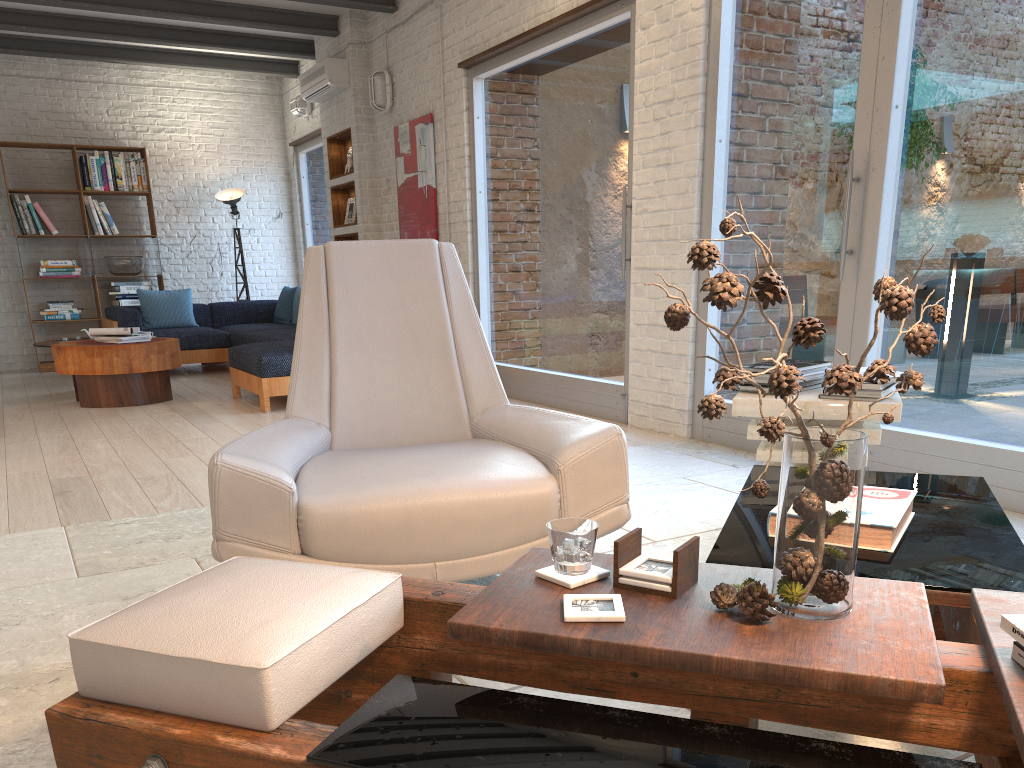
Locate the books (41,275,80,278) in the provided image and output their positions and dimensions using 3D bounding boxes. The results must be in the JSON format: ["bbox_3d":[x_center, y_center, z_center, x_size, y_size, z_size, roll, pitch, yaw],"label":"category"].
[{"bbox_3d":[-4.675,-1.110,9.015,0.352,0.021,0.264,-5,9,-29],"label":"books"}]

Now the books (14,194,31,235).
[{"bbox_3d":[-4.909,-1.686,8.733,0.090,0.401,0.236,-10,17,-29],"label":"books"}]

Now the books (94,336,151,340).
[{"bbox_3d":[-2.941,-0.348,6.586,0.316,0.011,0.245,3,9,30],"label":"books"}]

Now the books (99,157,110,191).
[{"bbox_3d":[-4.216,-2.151,8.990,0.055,0.343,0.247,-11,16,-29],"label":"books"}]

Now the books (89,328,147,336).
[{"bbox_3d":[-2.987,-0.378,6.632,0.322,0.114,0.262,-1,9,3],"label":"books"}]

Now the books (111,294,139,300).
[{"bbox_3d":[-4.107,-0.939,9.357,0.322,0.058,0.248,-6,9,-34],"label":"books"}]

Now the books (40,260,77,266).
[{"bbox_3d":[-4.673,-1.243,8.983,0.323,0.058,0.247,-5,9,-26],"label":"books"}]

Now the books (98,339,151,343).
[{"bbox_3d":[-2.934,-0.328,6.599,0.314,0.011,0.246,5,10,39],"label":"books"}]

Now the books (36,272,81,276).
[{"bbox_3d":[-4.681,-1.137,8.997,0.374,0.038,0.238,-6,9,-33],"label":"books"}]

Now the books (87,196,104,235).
[{"bbox_3d":[-4.324,-1.734,9.026,0.102,0.400,0.236,-10,17,-29],"label":"books"}]

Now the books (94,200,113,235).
[{"bbox_3d":[-4.268,-1.725,9.082,0.123,0.363,0.263,-10,16,-29],"label":"books"}]

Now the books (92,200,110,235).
[{"bbox_3d":[-4.282,-1.722,9.064,0.123,0.363,0.263,-10,16,-29],"label":"books"}]

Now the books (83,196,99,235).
[{"bbox_3d":[-4.369,-1.734,9.028,0.100,0.400,0.236,-10,17,-29],"label":"books"}]

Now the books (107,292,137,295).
[{"bbox_3d":[-4.099,-0.980,9.364,0.440,0.021,0.264,-5,9,-28],"label":"books"}]

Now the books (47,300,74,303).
[{"bbox_3d":[-4.705,-0.856,9.077,0.249,0.018,0.158,-5,9,-29],"label":"books"}]

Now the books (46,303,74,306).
[{"bbox_3d":[-4.722,-0.831,9.098,0.233,0.019,0.167,-7,9,-35],"label":"books"}]

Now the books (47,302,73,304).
[{"bbox_3d":[-4.713,-0.845,9.091,0.240,0.009,0.152,-5,8,-29],"label":"books"}]

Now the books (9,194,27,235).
[{"bbox_3d":[-4.938,-1.682,8.710,0.090,0.401,0.236,-10,17,-29],"label":"books"}]

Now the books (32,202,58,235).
[{"bbox_3d":[-4.740,-1.670,8.845,0.192,0.332,0.247,-9,16,-29],"label":"books"}]

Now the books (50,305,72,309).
[{"bbox_3d":[-4.713,-0.804,9.103,0.203,0.035,0.129,-5,9,-28],"label":"books"}]

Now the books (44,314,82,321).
[{"bbox_3d":[-4.695,-0.703,9.117,0.325,0.058,0.246,-4,8,-19],"label":"books"}]

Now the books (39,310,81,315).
[{"bbox_3d":[-4.718,-0.748,9.101,0.375,0.038,0.237,-5,9,-29],"label":"books"}]

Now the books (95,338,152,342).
[{"bbox_3d":[-2.944,-0.340,6.607,0.316,0.011,0.245,3,9,30],"label":"books"}]

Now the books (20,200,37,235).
[{"bbox_3d":[-4.873,-1.667,8.781,0.101,0.348,0.247,-10,16,-29],"label":"books"}]

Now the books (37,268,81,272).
[{"bbox_3d":[-4.669,-1.174,8.985,0.374,0.038,0.238,-6,9,-35],"label":"books"}]

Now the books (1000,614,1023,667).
[{"bbox_3d":[0.778,0.354,0.995,0.250,0.077,0.385,-1,8,3],"label":"books"}]

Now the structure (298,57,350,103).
[{"bbox_3d":[-1.702,-2.729,7.865,0.198,0.228,0.792,-9,11,-29],"label":"structure"}]

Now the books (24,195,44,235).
[{"bbox_3d":[-4.810,-1.692,8.773,0.119,0.397,0.236,-10,17,-29],"label":"books"}]

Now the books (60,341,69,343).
[{"bbox_3d":[-3.507,-0.342,7.111,0.317,0.011,0.244,-3,8,-16],"label":"books"}]

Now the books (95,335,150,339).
[{"bbox_3d":[-2.938,-0.358,6.576,0.315,0.011,0.245,4,9,35],"label":"books"}]

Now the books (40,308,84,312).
[{"bbox_3d":[-4.700,-0.776,9.091,0.374,0.019,0.238,-7,9,-36],"label":"books"}]

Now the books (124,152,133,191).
[{"bbox_3d":[-4.007,-2.196,9.082,0.036,0.400,0.236,-11,17,-29],"label":"books"}]

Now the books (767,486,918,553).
[{"bbox_3d":[0.738,0.286,1.936,0.252,0.059,0.317,4,9,31],"label":"books"}]

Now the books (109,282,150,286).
[{"bbox_3d":[-4.105,-1.075,9.349,0.375,0.038,0.237,-5,9,-29],"label":"books"}]

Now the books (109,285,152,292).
[{"bbox_3d":[-4.102,-1.025,9.370,0.374,0.067,0.238,-7,10,-34],"label":"books"}]

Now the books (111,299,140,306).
[{"bbox_3d":[-4.087,-0.881,9.398,0.372,0.067,0.239,-8,11,-42],"label":"books"}]

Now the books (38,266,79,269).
[{"bbox_3d":[-4.681,-1.204,8.992,0.351,0.021,0.265,-6,9,-30],"label":"books"}]
